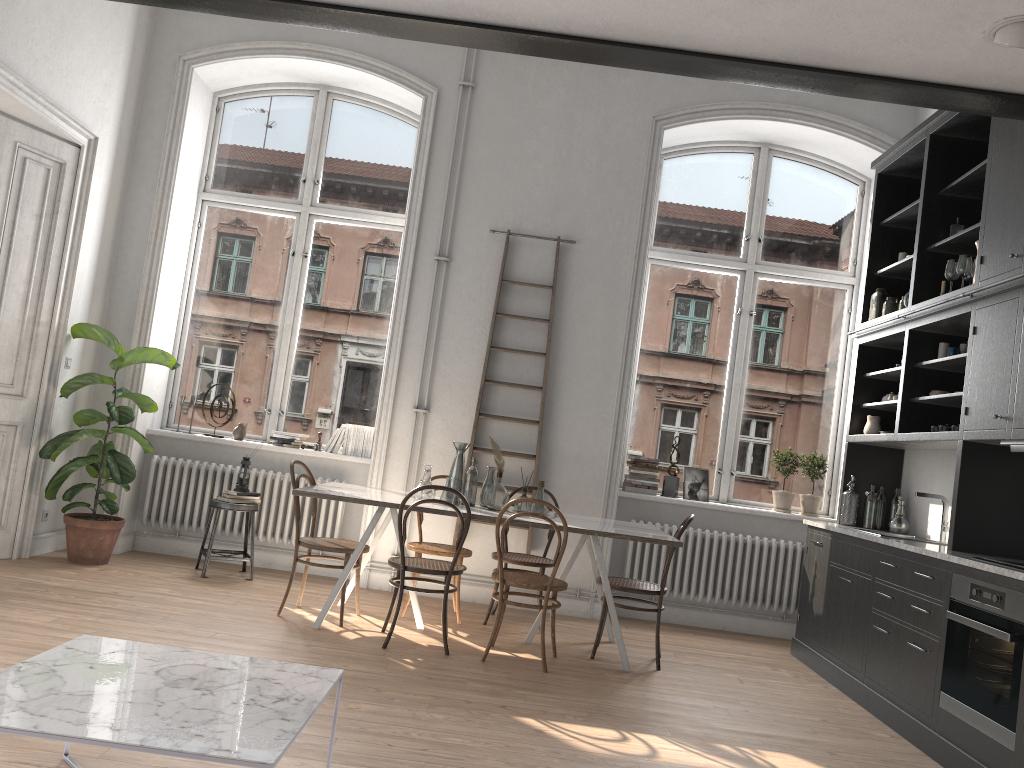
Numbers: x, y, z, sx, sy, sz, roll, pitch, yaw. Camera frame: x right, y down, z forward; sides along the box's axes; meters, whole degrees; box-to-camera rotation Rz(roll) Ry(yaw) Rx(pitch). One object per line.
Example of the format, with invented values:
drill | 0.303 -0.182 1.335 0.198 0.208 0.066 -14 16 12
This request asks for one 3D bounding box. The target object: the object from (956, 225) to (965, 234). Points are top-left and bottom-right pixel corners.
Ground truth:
object | 2.733 -0.905 5.387 0.041 0.125 0.053 10 -4 -32

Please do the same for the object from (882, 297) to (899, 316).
object | 2.600 -0.511 6.074 0.114 0.155 0.114 7 -4 4

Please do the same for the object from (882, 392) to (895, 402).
object | 2.630 0.107 6.146 0.140 0.100 0.125 9 -4 -18

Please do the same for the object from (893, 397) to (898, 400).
object | 2.600 0.107 5.989 0.058 0.033 0.055 9 -4 -25

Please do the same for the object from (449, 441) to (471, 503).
object | -0.347 0.564 5.661 0.116 0.382 0.116 7 -4 12

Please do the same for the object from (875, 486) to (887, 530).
object | 2.561 0.862 6.173 0.086 0.301 0.086 7 -4 15

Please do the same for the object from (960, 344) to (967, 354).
object | 2.730 -0.173 5.374 0.082 0.135 0.059 6 -4 28

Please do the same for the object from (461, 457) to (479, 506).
object | -0.255 0.609 5.546 0.086 0.301 0.086 9 -4 -14

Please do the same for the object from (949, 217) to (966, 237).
object | 2.749 -0.935 5.478 0.084 0.199 0.065 6 -4 22

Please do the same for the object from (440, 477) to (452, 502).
object | -0.402 0.662 5.542 0.083 0.158 0.083 8 -4 -4

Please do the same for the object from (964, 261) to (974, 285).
object | 2.673 -0.599 5.165 0.083 0.221 0.083 8 -4 -7

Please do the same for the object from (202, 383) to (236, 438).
object | -2.313 0.207 6.988 0.347 0.425 0.087 5 -4 33

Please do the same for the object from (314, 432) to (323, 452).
object | -1.506 0.450 6.934 0.048 0.153 0.088 10 -4 -29

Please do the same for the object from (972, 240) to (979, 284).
object | 2.585 -0.654 4.877 0.094 0.267 0.116 4 -5 42

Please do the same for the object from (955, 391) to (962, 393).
object | 2.696 0.070 5.277 0.112 0.036 0.113 4 -5 43

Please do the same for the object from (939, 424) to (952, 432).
object | 2.479 0.258 5.048 0.088 0.059 0.104 9 -4 -21

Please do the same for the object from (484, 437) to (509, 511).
object | -0.075 0.555 5.461 0.156 0.446 0.157 6 -4 18

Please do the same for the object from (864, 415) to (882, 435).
object | 2.509 0.297 6.150 0.127 0.144 0.115 9 -4 -21

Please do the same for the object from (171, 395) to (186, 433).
object | -2.627 0.236 7.023 0.095 0.288 0.095 5 -4 32

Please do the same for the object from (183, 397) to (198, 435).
object | -2.510 0.248 6.965 0.095 0.288 0.095 6 -4 23

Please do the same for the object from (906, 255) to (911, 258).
object | 2.769 -0.834 6.131 0.096 0.095 0.096 5 -5 34

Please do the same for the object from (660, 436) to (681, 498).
object | 1.269 0.648 6.981 0.122 0.488 0.102 6 -4 25

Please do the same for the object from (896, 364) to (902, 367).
object | 2.606 -0.104 5.940 0.071 0.047 0.072 5 -5 38

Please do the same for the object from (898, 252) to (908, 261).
object | 2.748 -0.849 6.240 0.059 0.135 0.082 6 -4 28

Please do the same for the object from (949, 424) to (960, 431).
object | 2.500 0.253 4.948 0.104 0.059 0.088 7 -4 9

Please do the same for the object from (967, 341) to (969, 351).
object | 2.723 -0.183 5.235 0.059 0.135 0.082 9 -4 -17

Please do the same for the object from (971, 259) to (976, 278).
object | 2.673 -0.605 5.083 0.083 0.221 0.083 8 -4 -1

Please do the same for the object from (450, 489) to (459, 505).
object | -0.346 0.695 5.445 0.058 0.094 0.058 6 -4 29

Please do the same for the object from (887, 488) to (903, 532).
object | 2.624 0.863 6.067 0.086 0.301 0.086 11 -5 -44

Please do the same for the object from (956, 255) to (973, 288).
object | 2.573 -0.621 5.052 0.083 0.221 0.083 11 -5 -43

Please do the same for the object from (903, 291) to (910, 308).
object | 2.585 -0.644 5.664 0.134 0.357 0.134 4 -5 45

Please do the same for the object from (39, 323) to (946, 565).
object | -0.300 0.640 5.929 5.826 1.841 0.792 7 -4 6

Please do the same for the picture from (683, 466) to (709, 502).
picture | 1.439 0.793 7.014 0.221 0.264 0.149 9 -4 -16

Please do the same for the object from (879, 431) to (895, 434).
object | 2.571 0.349 5.989 0.180 0.037 0.180 9 -4 -15

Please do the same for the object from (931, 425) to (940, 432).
object | 2.487 0.266 5.160 0.088 0.059 0.104 8 -4 -11

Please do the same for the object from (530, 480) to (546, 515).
object | 0.176 0.717 5.605 0.101 0.211 0.101 5 -5 40

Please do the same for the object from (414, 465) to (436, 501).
object | -0.525 0.605 5.418 0.132 0.219 0.132 8 -4 -10

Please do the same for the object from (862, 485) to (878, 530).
object | 2.466 0.844 6.095 0.086 0.301 0.086 9 -4 -14

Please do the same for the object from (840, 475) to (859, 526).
object | 2.352 0.806 6.162 0.109 0.349 0.109 9 -4 -18

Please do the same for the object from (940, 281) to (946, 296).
object | 2.633 -0.556 5.420 0.123 0.161 0.123 7 -4 9

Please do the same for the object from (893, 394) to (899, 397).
object | 2.603 0.087 5.990 0.055 0.047 0.058 7 -4 15

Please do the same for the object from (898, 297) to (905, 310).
object | 2.653 -0.508 5.971 0.096 0.150 0.096 8 -4 -11

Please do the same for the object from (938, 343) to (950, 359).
object | 2.647 -0.179 5.428 0.082 0.135 0.059 10 -4 -32

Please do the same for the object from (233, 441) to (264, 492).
object | -1.915 0.594 6.457 0.163 0.383 0.154 9 -4 -26

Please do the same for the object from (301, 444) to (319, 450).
object | -1.598 0.493 6.987 0.088 0.048 0.153 4 -5 40

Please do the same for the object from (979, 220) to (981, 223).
object | 2.858 -0.914 5.415 0.065 0.177 0.084 6 -4 22

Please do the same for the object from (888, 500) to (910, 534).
object | 2.598 0.890 5.938 0.132 0.219 0.120 8 -4 1

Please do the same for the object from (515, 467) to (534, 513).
object | 0.081 0.663 5.533 0.107 0.283 0.107 8 -4 -5

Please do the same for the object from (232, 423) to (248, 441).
object | -2.141 0.372 6.974 0.100 0.142 0.102 9 -4 -25

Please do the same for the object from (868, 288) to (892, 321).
object | 2.585 -0.544 6.219 0.118 0.238 0.118 9 -4 -14

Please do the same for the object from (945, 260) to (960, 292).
object | 2.571 -0.611 5.183 0.083 0.221 0.083 5 -4 32

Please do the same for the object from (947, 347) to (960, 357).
object | 2.639 -0.168 5.311 0.140 0.093 0.082 10 -5 -34

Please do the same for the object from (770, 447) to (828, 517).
object | 2.247 0.762 6.978 0.500 0.523 0.234 8 -4 -10

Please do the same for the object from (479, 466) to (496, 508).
object | -0.145 0.653 5.616 0.098 0.255 0.100 9 -4 -23
